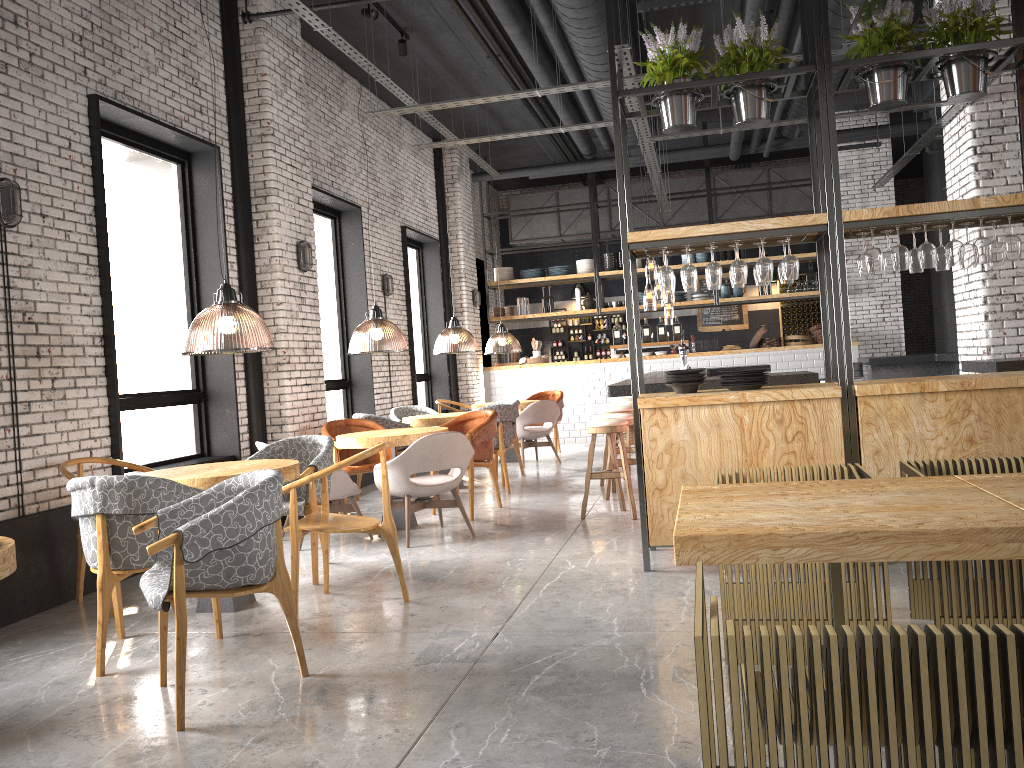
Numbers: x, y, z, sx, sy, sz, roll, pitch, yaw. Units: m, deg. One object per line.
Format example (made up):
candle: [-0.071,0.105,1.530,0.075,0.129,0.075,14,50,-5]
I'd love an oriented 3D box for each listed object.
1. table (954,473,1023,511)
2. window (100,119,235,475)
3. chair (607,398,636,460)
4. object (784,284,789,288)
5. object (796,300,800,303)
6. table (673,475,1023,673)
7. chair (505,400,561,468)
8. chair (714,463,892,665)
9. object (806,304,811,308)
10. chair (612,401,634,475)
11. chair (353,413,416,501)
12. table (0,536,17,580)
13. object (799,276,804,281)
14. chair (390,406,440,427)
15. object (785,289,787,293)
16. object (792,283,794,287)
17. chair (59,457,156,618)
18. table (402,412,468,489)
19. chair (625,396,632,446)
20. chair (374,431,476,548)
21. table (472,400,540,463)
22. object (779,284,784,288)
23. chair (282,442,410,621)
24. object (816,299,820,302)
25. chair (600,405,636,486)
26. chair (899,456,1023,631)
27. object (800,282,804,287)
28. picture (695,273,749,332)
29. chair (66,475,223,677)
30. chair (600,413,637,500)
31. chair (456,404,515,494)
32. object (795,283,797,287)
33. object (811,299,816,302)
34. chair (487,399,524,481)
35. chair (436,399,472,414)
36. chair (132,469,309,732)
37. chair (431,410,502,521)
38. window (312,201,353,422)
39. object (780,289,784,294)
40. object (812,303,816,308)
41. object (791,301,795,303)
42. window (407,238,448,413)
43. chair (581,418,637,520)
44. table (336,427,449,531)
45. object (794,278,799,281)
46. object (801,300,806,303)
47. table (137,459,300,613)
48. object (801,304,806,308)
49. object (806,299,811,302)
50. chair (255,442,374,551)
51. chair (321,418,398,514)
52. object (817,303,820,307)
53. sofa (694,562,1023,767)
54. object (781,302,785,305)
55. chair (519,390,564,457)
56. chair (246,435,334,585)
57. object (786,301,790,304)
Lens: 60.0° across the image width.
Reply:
table: [2.062,0.708,2.730,0.996,0.763,1.000,-4,1,12]
window: [-2.816,-0.635,6.910,0.365,2.697,1.535,-4,0,12]
chair: [1.405,0.575,10.836,0.480,0.806,0.438,-4,0,-14]
object: [5.266,-1.891,16.979,0.079,0.079,0.284,-4,1,13]
object: [5.477,-1.589,16.960,0.079,0.079,0.284,-4,1,13]
table: [1.084,0.772,2.945,0.996,0.763,1.000,-4,1,12]
chair: [0.259,0.635,11.471,0.771,0.850,0.802,-4,1,-28]
chair: [1.239,0.761,3.865,0.657,0.730,0.639,-4,0,13]
object: [5.671,-1.497,16.935,0.079,0.079,0.284,-4,1,13]
chair: [1.309,0.595,10.101,0.481,0.806,0.438,-4,0,-39]
chair: [-1.395,0.754,9.420,0.644,0.929,0.681,-4,0,-33]
table: [-2.059,0.887,2.762,0.933,0.973,0.931,-4,1,-35]
object: [5.540,-2.015,16.941,0.079,0.079,0.284,-4,1,13]
chair: [-1.101,0.716,10.377,0.681,0.929,0.643,-4,0,-33]
object: [5.278,-1.787,17.001,0.079,0.079,0.284,-4,1,13]
object: [5.359,-1.897,16.963,0.079,0.079,0.284,-4,1,13]
chair: [-2.447,0.905,5.444,0.643,0.921,0.613,-4,0,19]
table: [-0.705,0.745,9.724,0.933,0.810,0.931,-4,1,-30]
chair: [1.651,0.540,11.764,0.439,0.806,0.480,-4,0,-19]
chair: [-0.657,0.785,6.844,0.771,0.850,0.802,-4,1,-28]
table: [-0.055,0.657,12.042,0.933,0.810,0.931,-4,1,-35]
object: [5.182,-1.886,17.037,0.079,0.079,0.284,-4,1,13]
chair: [-0.926,0.808,5.016,0.643,0.921,0.612,-4,0,4]
object: [5.848,-1.614,16.894,0.079,0.079,0.284,-4,1,13]
chair: [1.080,0.628,9.173,0.439,0.806,0.480,-4,0,-14]
chair: [2.045,0.708,3.701,0.657,0.730,0.639,-4,0,15]
object: [5.550,-1.910,16.956,0.079,0.079,0.284,-4,1,13]
picture: [4.142,-1.616,17.542,0.980,1.142,0.020,-4,0,12]
chair: [-1.862,0.881,4.346,0.681,0.929,0.644,-4,0,12]
chair: [1.027,0.676,8.369,0.480,0.806,0.439,-4,0,-9]
chair: [-0.241,0.679,9.220,0.681,0.929,0.643,-4,0,-33]
object: [5.455,-1.904,16.961,0.079,0.079,0.284,-4,1,13]
object: [5.757,-1.608,16.919,0.079,0.079,0.284,-4,1,13]
chair: [-0.147,0.653,10.237,0.644,0.929,0.681,-4,0,-33]
chair: [-0.772,0.662,12.294,0.643,0.921,0.613,-4,0,19]
chair: [-1.189,0.847,3.693,0.644,0.929,0.681,-4,0,-28]
chair: [-0.358,0.711,7.916,0.644,0.929,0.681,-4,0,-40]
window: [-2.129,-0.740,10.035,0.365,2.697,1.535,-4,0,12]
object: [5.191,-1.782,17.041,0.079,0.079,0.284,-4,1,13]
object: [5.760,-1.502,16.899,0.079,0.079,0.284,-4,1,13]
object: [5.388,-1.584,16.996,0.079,0.079,0.284,-4,1,13]
window: [-1.442,-0.846,13.164,0.365,2.697,1.535,-4,0,12]
chair: [0.818,0.683,7.219,0.481,0.806,0.438,-4,0,-29]
table: [-0.971,0.807,7.415,0.933,0.810,0.931,-4,1,-30]
object: [5.452,-2.009,16.981,0.079,0.079,0.284,-4,1,13]
object: [5.565,-1.595,16.921,0.079,0.079,0.284,-4,1,13]
table: [-1.688,0.898,5.157,0.933,0.810,0.931,-4,1,-30]
object: [5.579,-1.491,16.955,0.079,0.079,0.284,-4,1,13]
object: [5.661,-1.601,16.920,0.079,0.079,0.284,-4,1,13]
chair: [-1.599,0.846,7.056,0.803,0.850,0.770,-4,0,-28]
chair: [-1.396,0.780,8.049,0.681,0.929,0.643,-4,0,-35]
object: [5.855,-1.509,16.895,0.079,0.079,0.284,-4,1,13]
sofa: [1.329,0.792,1.865,1.805,0.730,0.640,-4,0,12]
object: [5.201,-1.571,17.021,0.079,0.079,0.284,-4,1,13]
chair: [0.500,0.565,12.546,0.681,0.929,0.644,-4,0,35]
chair: [-1.421,0.822,5.898,0.681,0.929,0.644,-4,0,22]
object: [5.289,-1.577,16.982,0.079,0.079,0.284,-4,1,13]
